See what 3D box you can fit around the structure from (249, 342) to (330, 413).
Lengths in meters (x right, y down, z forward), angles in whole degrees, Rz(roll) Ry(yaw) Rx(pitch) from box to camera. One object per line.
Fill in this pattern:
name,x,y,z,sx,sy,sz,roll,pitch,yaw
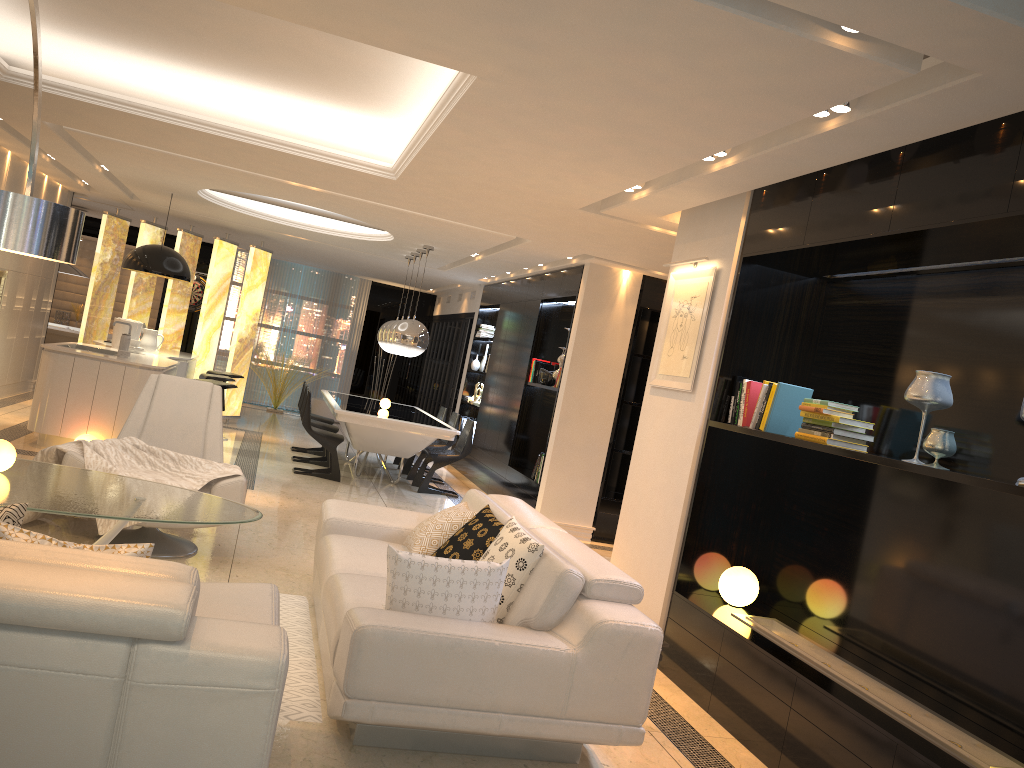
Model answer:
structure,-3.985,-0.078,15.295,1.282,1.142,1.275,12,1,31

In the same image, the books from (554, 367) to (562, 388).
books,0.556,-0.057,8.815,0.189,0.238,0.290,11,1,-16

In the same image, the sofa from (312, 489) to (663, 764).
sofa,-0.308,0.972,4.195,1.145,0.754,2.328,11,1,-15

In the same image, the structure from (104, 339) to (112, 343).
structure,-4.523,-0.473,10.575,0.502,0.026,0.811,11,1,-15

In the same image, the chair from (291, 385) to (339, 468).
chair,-2.195,0.479,10.124,0.496,0.858,0.523,11,1,-15

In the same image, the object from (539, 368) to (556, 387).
object,0.379,-0.064,9.400,0.193,0.177,0.375,11,1,-14

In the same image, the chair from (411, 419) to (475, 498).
chair,-0.752,0.774,9.750,0.496,0.858,0.523,11,1,-15

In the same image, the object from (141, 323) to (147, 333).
object,-4.471,-0.638,10.575,0.249,0.212,0.256,12,1,20

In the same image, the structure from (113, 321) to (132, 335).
structure,-3.707,-0.433,8.386,0.177,0.310,0.089,11,1,-15

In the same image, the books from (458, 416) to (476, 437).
books,-0.648,0.614,12.715,0.210,0.270,0.236,11,1,-15

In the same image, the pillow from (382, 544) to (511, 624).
pillow,-0.253,0.793,3.487,0.521,0.325,0.281,11,1,-5

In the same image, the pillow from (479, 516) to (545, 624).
pillow,-0.079,0.797,3.833,0.255,0.399,0.526,11,1,-15

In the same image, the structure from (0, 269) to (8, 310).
structure,-5.630,-1.025,9.237,0.446,0.450,0.659,11,1,-15

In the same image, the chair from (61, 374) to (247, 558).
chair,-2.128,0.471,5.443,1.027,0.991,0.983,11,1,-16

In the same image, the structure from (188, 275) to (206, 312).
structure,-5.627,-1.594,15.588,0.669,0.669,0.048,11,1,-15

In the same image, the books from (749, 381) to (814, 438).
books,1.384,0.130,4.582,0.212,0.261,0.210,11,1,-15

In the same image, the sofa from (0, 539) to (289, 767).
sofa,-1.834,0.682,2.432,2.328,0.754,1.145,11,1,-15

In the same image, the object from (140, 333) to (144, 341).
object,-4.481,-0.553,10.581,0.266,0.147,0.253,12,1,28

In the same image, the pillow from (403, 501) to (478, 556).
pillow,-0.371,0.779,4.704,0.351,0.329,0.521,11,1,-15

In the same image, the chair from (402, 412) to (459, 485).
chair,-0.966,0.722,10.570,0.496,0.858,0.523,11,1,-15

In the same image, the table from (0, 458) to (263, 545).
table,-2.199,0.673,3.751,2.140,0.565,0.999,11,1,-16

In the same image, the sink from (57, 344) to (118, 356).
sink,-3.957,-0.252,8.359,0.485,0.152,0.738,11,1,-15

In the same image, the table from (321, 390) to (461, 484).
table,-1.576,0.652,10.303,1.293,0.759,3.031,11,1,-15

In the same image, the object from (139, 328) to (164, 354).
object,-3.942,-0.465,9.667,0.183,0.254,0.211,12,1,37

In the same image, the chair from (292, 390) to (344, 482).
chair,-1.976,0.532,9.287,0.496,0.858,0.523,11,1,-15

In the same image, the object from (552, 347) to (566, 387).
object,0.495,-0.166,9.149,0.121,0.416,0.121,11,1,-20

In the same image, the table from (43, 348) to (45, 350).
table,-8.045,-0.547,15.609,0.608,0.457,1.143,11,1,-15

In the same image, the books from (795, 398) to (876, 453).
books,1.513,0.190,4.160,0.260,0.197,0.296,11,1,-12

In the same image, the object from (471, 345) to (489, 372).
object,-0.454,-0.380,12.630,0.210,0.395,0.180,11,1,-12

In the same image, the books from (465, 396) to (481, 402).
books,-0.550,0.233,12.646,0.209,0.073,0.266,11,1,-12

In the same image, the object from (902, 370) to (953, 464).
object,1.712,0.143,3.683,0.181,0.381,0.181,11,1,-21

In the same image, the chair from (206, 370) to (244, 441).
chair,-3.498,0.247,10.552,0.380,0.789,0.380,12,1,43

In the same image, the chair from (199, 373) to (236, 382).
chair,-3.325,0.290,9.737,0.380,0.789,0.380,11,1,-32

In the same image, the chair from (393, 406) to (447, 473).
chair,-1.171,0.674,11.349,0.496,0.858,0.523,11,1,-15

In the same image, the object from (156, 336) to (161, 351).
object,-4.019,-0.461,9.882,0.213,0.214,0.212,12,1,35

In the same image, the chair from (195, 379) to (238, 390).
chair,-3.033,0.359,8.779,0.380,0.789,0.380,12,1,18

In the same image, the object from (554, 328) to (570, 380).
object,0.528,-0.258,8.995,0.121,0.612,0.121,11,1,-20

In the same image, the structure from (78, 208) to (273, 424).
structure,-4.552,-0.878,11.938,2.180,2.555,0.448,11,1,-15

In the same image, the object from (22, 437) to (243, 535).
object,-2.349,0.629,5.339,1.347,0.580,0.972,12,1,22

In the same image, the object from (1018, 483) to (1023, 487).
object,1.760,0.205,2.880,0.116,0.293,0.182,11,1,-18

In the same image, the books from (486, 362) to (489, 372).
books,-0.210,-0.255,11.803,0.212,0.261,0.252,11,1,-15

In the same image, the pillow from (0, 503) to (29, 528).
pillow,-1.643,0.512,2.383,0.587,0.429,0.288,11,1,-40

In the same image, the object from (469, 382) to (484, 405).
object,-0.467,0.136,12.269,0.177,0.311,0.177,11,1,-15

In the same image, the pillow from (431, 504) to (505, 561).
pillow,-0.239,0.775,4.264,0.323,0.355,0.524,11,1,-15

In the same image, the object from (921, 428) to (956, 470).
object,1.712,0.261,3.555,0.119,0.154,0.119,11,1,-5

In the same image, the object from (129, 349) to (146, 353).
object,-3.939,-0.346,9.196,0.264,0.033,0.264,12,1,44

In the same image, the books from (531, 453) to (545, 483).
books,0.354,0.841,8.849,0.222,0.296,0.345,11,1,-15

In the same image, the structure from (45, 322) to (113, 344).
structure,-7.387,-0.578,13.203,2.912,0.812,1.659,11,1,-15

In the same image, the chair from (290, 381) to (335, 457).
chair,-2.410,0.428,10.944,0.496,0.858,0.523,11,1,-15

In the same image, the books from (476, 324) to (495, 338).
books,-0.364,-0.740,12.643,0.259,0.188,0.302,11,1,-8

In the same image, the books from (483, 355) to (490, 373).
books,-0.264,-0.265,12.005,0.207,0.256,0.245,11,1,-16

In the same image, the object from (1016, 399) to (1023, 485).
object,1.934,0.183,3.236,0.156,0.426,0.156,11,1,-10

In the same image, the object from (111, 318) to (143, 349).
object,-4.108,-0.533,9.448,0.288,0.330,0.288,11,1,2

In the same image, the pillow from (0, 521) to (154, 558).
pillow,-1.274,0.587,2.514,0.463,0.380,0.222,11,1,-11

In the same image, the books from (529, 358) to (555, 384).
books,0.326,-0.128,9.704,0.210,0.270,0.236,11,1,-15

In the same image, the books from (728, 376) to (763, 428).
books,1.322,0.111,4.804,0.208,0.270,0.240,11,1,-15

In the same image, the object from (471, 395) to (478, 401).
object,-0.508,0.217,12.436,0.125,0.125,0.125,12,1,24
